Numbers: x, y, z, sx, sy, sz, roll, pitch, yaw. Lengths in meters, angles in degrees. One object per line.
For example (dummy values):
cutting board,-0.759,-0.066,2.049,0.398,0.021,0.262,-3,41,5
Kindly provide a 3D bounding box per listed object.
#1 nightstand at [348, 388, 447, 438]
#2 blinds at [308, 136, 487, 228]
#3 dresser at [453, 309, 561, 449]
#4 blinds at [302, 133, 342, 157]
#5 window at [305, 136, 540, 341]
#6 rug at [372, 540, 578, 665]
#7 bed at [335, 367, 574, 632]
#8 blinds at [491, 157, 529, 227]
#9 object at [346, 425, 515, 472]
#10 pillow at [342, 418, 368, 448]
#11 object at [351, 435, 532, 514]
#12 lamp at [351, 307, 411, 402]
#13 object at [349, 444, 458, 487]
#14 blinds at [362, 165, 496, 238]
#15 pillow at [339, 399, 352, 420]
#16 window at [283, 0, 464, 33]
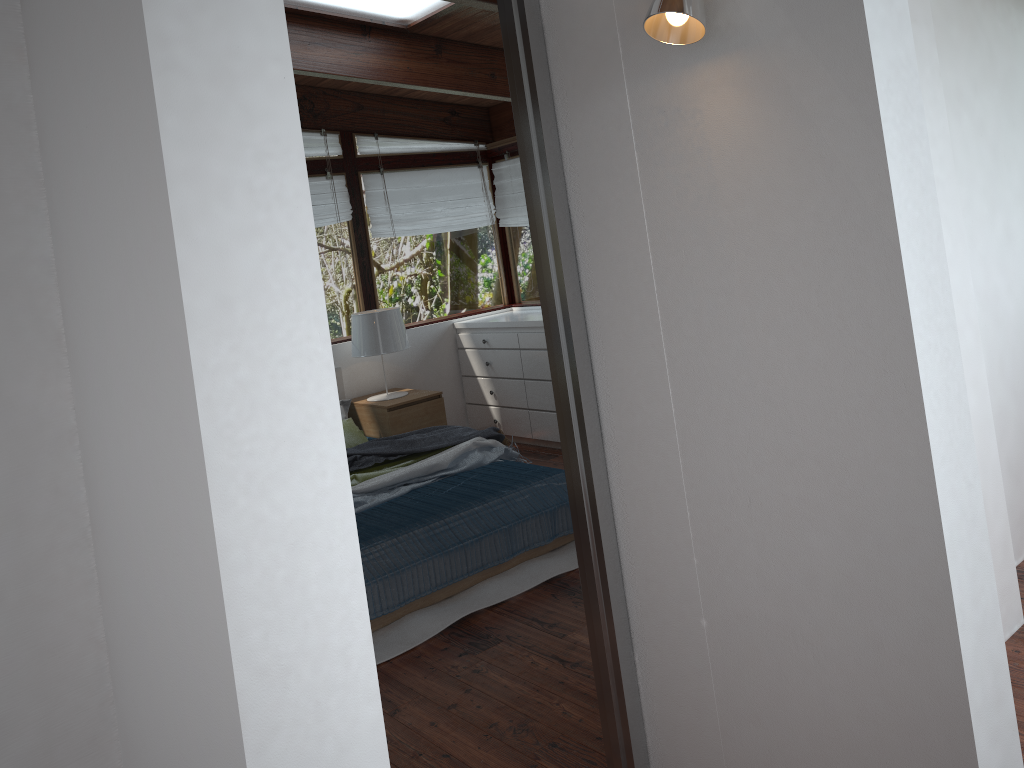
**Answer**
nightstand,-0.774,0.353,5.888,0.434,0.540,0.604,-11,5,-38
blinds,-1.155,-1.492,6.367,2.606,0.653,0.053,-15,4,-38
dresser,0.793,-0.031,5.645,0.625,0.876,3.099,-10,8,-38
blinds,-1.724,-1.668,5.955,1.263,0.275,0.031,-15,4,-38
window,0.447,-0.870,2.406,5.359,1.923,8.255,-15,11,-38
rug,-0.674,0.865,4.129,2.759,0.048,1.790,-16,12,-38
bed,-1.036,0.503,4.502,2.175,0.765,2.561,-14,10,-37
blinds,0.251,-1.497,6.633,0.054,0.553,1.235,-8,6,-38
object,-1.038,0.524,4.527,2.155,0.405,0.627,-13,8,-30
pillow,-1.423,0.448,4.856,1.403,0.218,0.309,-16,9,-39
object,-0.729,0.663,4.022,2.195,0.374,0.532,-17,10,-43
lamp,-0.881,-0.204,5.899,0.401,0.588,0.412,-6,3,43
object,-0.921,0.696,4.323,2.144,0.445,0.487,-16,9,-42
blinds,-0.607,-1.424,6.788,1.198,0.505,0.052,-14,3,-38
pillow,-1.221,0.296,5.267,0.357,0.389,0.868,-4,8,46
window,0.658,-1.958,2.747,1.071,0.204,5.326,-15,12,-37
